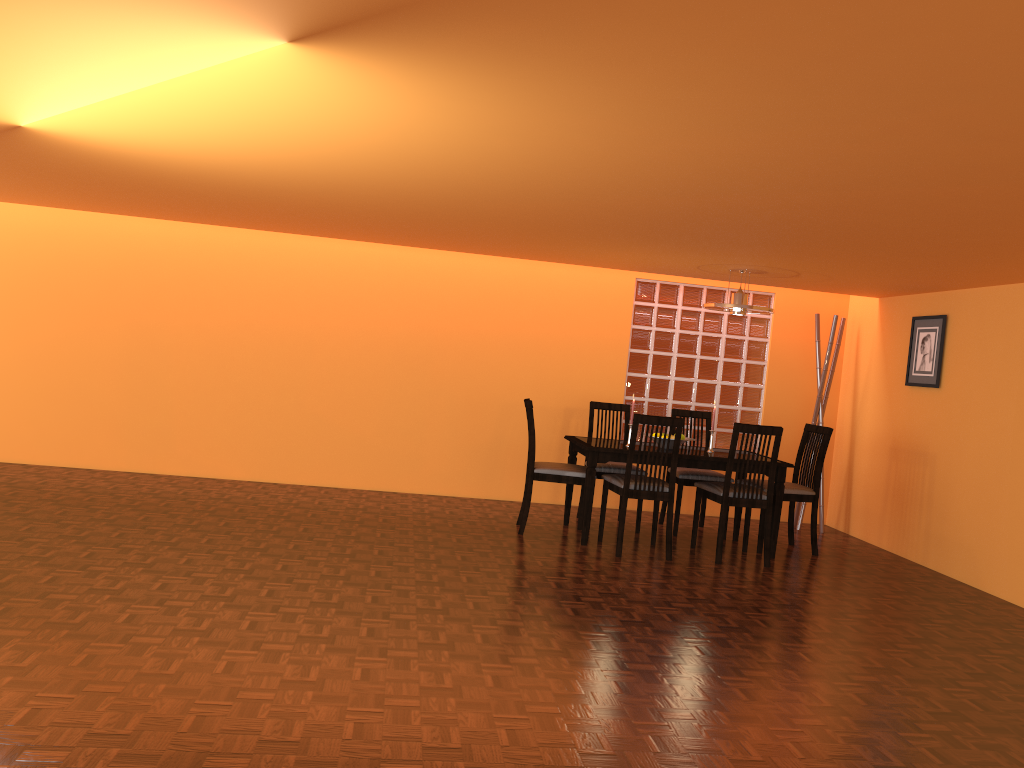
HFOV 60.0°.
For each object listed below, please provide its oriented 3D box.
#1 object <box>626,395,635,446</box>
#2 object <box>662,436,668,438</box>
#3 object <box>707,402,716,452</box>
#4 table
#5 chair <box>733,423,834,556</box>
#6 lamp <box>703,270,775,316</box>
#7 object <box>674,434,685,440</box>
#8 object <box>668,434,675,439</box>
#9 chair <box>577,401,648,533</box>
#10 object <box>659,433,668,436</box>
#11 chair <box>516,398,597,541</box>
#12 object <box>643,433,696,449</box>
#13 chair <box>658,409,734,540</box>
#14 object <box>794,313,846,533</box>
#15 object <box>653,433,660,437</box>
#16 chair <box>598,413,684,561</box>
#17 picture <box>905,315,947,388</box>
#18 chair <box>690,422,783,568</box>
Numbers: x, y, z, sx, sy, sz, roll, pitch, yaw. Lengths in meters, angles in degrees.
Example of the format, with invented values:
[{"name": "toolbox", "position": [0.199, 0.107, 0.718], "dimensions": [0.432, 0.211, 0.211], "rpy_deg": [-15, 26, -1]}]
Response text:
[{"name": "object", "position": [0.727, 0.215, 5.377], "dimensions": [0.044, 0.326, 0.044], "rpy_deg": [5, 2, -18]}, {"name": "object", "position": [0.933, 0.338, 5.423], "dimensions": [0.046, 0.046, 0.055], "rpy_deg": [4, 2, -44]}, {"name": "object", "position": [1.253, 0.261, 5.527], "dimensions": [0.044, 0.326, 0.044], "rpy_deg": [5, 2, -18]}, {"name": "table", "position": [0.975, 0.693, 5.495], "dimensions": [1.259, 0.584, 0.697], "rpy_deg": [5, 2, -7]}, {"name": "chair", "position": [1.714, 0.647, 5.602], "dimensions": [0.465, 0.809, 0.373], "rpy_deg": [5, 2, -12]}, {"name": "lamp", "position": [1.414, -0.565, 5.497], "dimensions": [0.435, 0.274, 0.435], "rpy_deg": [6, 2, 15]}, {"name": "object", "position": [1.039, 0.333, 5.504], "dimensions": [0.069, 0.066, 0.069], "rpy_deg": [6, 2, 3]}, {"name": "object", "position": [0.993, 0.344, 5.439], "dimensions": [0.066, 0.070, 0.055], "rpy_deg": [5, 2, -26]}, {"name": "chair", "position": [0.659, 0.538, 5.868], "dimensions": [0.373, 0.809, 0.465], "rpy_deg": [5, 2, -7]}, {"name": "object", "position": [0.935, 0.343, 5.520], "dimensions": [0.087, 0.076, 0.089], "rpy_deg": [5, 2, -1]}, {"name": "chair", "position": [0.267, 0.514, 5.432], "dimensions": [0.465, 0.809, 0.373], "rpy_deg": [5, 2, -2]}, {"name": "object", "position": [0.964, 0.362, 5.494], "dimensions": [0.337, 0.072, 0.337], "rpy_deg": [4, 2, -41]}, {"name": "chair", "position": [1.229, 0.591, 5.938], "dimensions": [0.373, 0.809, 0.465], "rpy_deg": [5, 2, -7]}, {"name": "object", "position": [2.243, 0.285, 6.454], "dimensions": [0.226, 1.589, 0.308], "rpy_deg": [6, 2, 15]}, {"name": "object", "position": [0.887, 0.321, 5.440], "dimensions": [0.055, 0.046, 0.046], "rpy_deg": [5, 2, -24]}, {"name": "chair", "position": [0.748, 0.569, 5.107], "dimensions": [0.373, 0.809, 0.465], "rpy_deg": [5, 2, -7]}, {"name": "picture", "position": [2.639, -0.208, 5.662], "dimensions": [0.014, 0.456, 0.361], "rpy_deg": [5, 2, -7]}, {"name": "chair", "position": [1.318, 0.621, 5.178], "dimensions": [0.373, 0.809, 0.465], "rpy_deg": [5, 2, -7]}]
